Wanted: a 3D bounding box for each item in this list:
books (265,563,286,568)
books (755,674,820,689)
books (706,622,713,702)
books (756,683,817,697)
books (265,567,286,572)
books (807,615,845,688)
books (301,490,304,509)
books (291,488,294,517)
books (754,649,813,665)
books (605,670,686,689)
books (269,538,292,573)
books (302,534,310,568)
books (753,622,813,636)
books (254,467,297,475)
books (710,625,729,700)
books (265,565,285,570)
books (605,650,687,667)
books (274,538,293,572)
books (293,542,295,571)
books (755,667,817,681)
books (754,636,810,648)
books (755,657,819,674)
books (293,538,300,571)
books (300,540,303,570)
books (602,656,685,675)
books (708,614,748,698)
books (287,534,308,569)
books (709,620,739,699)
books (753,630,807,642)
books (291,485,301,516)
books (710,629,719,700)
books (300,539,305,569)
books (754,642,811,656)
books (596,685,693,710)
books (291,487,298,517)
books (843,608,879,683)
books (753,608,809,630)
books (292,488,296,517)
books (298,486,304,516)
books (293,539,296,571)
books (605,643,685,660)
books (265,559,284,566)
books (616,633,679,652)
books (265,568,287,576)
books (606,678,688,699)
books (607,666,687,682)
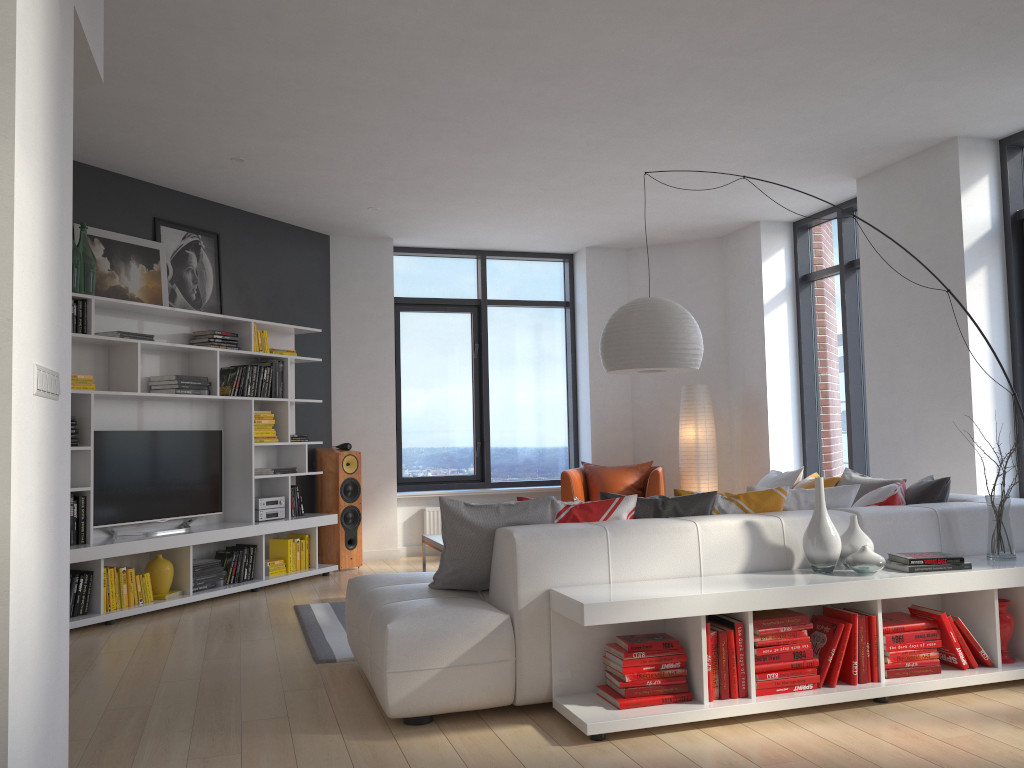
[{"bbox_3d":[-1.882,1.414,6.928,0.134,0.014,0.187,-3,-4,28],"label":"books"},{"bbox_3d":[1.048,1.165,3.531,0.282,0.030,0.188,0,-4,-16],"label":"books"},{"bbox_3d":[0.716,1.065,3.462,0.036,0.294,0.208,0,-4,-17],"label":"books"},{"bbox_3d":[1.041,1.194,3.545,0.274,0.029,0.200,0,-4,-17],"label":"books"},{"bbox_3d":[-1.886,1.444,6.927,0.148,0.011,0.196,-3,-4,28],"label":"books"},{"bbox_3d":[1.242,1.083,3.608,0.144,0.247,0.188,0,-4,-17],"label":"books"},{"bbox_3d":[-1.812,0.969,7.336,0.179,0.233,0.077,-3,-4,28],"label":"books"},{"bbox_3d":[-1.858,0.961,7.203,0.189,0.240,0.053,-3,-4,28],"label":"books"},{"bbox_3d":[1.030,1.077,3.574,0.279,0.039,0.206,0,-4,-16],"label":"books"},{"bbox_3d":[0.514,1.135,3.436,0.266,0.026,0.187,-1,-4,-12],"label":"books"},{"bbox_3d":[-1.836,1.360,7.040,0.198,0.255,0.044,-3,-4,28],"label":"books"},{"bbox_3d":[-1.740,1.364,7.253,0.213,0.270,0.025,-3,-4,28],"label":"books"},{"bbox_3d":[1.040,0.969,3.565,0.266,0.026,0.187,0,-4,-23],"label":"books"},{"bbox_3d":[-1.928,0.701,7.148,0.250,0.047,0.310,-3,-4,23],"label":"books"},{"bbox_3d":[0.780,1.081,3.485,0.034,0.259,0.207,0,-4,-17],"label":"books"},{"bbox_3d":[-1.871,1.429,6.914,0.113,0.018,0.169,-3,-4,29],"label":"books"},{"bbox_3d":[0.519,1.057,3.450,0.269,0.028,0.179,0,-4,-16],"label":"books"},{"bbox_3d":[-1.824,1.360,7.069,0.199,0.263,0.015,-3,-4,28],"label":"books"},{"bbox_3d":[-1.796,1.377,7.074,0.156,0.229,0.024,-3,-4,27],"label":"books"},{"bbox_3d":[1.045,1.138,3.536,0.266,0.026,0.187,0,-4,-18],"label":"books"},{"bbox_3d":[1.041,1.018,3.560,0.236,0.023,0.178,0,-4,-17],"label":"books"},{"bbox_3d":[1.037,1.112,3.573,0.301,0.032,0.227,0,-4,-17],"label":"books"},{"bbox_3d":[-1.788,1.367,7.125,0.185,0.250,0.035,-3,-4,28],"label":"books"},{"bbox_3d":[-1.762,1.377,7.171,0.172,0.234,0.024,-3,-4,28],"label":"books"},{"bbox_3d":[0.512,1.085,3.463,0.261,0.028,0.191,0,-4,-17],"label":"books"},{"bbox_3d":[0.851,1.065,3.503,0.049,0.291,0.214,0,-4,-17],"label":"books"},{"bbox_3d":[-1.745,1.363,7.225,0.204,0.270,0.029,-3,-4,28],"label":"books"},{"bbox_3d":[0.820,1.080,3.487,0.042,0.259,0.195,0,-4,-17],"label":"books"},{"bbox_3d":[1.021,0.995,3.564,0.257,0.025,0.182,0,-4,-17],"label":"books"},{"bbox_3d":[-1.820,0.956,7.269,0.193,0.255,0.066,-3,-4,27],"label":"books"},{"bbox_3d":[0.748,1.082,3.474,0.031,0.255,0.181,0,-4,-17],"label":"books"},{"bbox_3d":[-1.753,1.379,7.196,0.172,0.234,0.024,-3,-4,28],"label":"books"},{"bbox_3d":[1.032,1.043,3.560,0.261,0.027,0.191,0,-4,-21],"label":"books"},{"bbox_3d":[0.509,1.197,3.430,0.301,0.032,0.227,0,-4,-17],"label":"books"},{"bbox_3d":[-1.824,0.959,7.238,0.169,0.242,0.050,-3,-4,27],"label":"books"},{"bbox_3d":[1.438,1.072,3.653,0.028,0.269,0.181,0,-4,-18],"label":"books"},{"bbox_3d":[1.020,0.940,3.569,0.259,0.034,0.206,0,-4,-20],"label":"books"},{"bbox_3d":[-1.841,0.962,7.222,0.170,0.236,0.049,-3,-4,28],"label":"books"},{"bbox_3d":[-1.799,0.963,7.291,0.177,0.242,0.066,-3,-4,27],"label":"books"},{"bbox_3d":[-1.803,1.366,7.102,0.180,0.251,0.019,-3,-4,28],"label":"books"},{"bbox_3d":[0.516,1.031,3.454,0.254,0.025,0.178,0,-4,-18],"label":"books"},{"bbox_3d":[-1.896,1.395,6.932,0.138,0.026,0.186,-3,-4,28],"label":"books"},{"bbox_3d":[0.525,1.004,3.449,0.206,0.029,0.152,-1,-4,-11],"label":"books"},{"bbox_3d":[-1.882,1.466,6.923,0.147,0.033,0.190,-3,-4,28],"label":"books"},{"bbox_3d":[0.521,1.165,3.445,0.259,0.034,0.206,0,-4,-14],"label":"books"},{"bbox_3d":[0.521,1.110,3.447,0.257,0.025,0.182,0,-4,-17],"label":"books"}]
